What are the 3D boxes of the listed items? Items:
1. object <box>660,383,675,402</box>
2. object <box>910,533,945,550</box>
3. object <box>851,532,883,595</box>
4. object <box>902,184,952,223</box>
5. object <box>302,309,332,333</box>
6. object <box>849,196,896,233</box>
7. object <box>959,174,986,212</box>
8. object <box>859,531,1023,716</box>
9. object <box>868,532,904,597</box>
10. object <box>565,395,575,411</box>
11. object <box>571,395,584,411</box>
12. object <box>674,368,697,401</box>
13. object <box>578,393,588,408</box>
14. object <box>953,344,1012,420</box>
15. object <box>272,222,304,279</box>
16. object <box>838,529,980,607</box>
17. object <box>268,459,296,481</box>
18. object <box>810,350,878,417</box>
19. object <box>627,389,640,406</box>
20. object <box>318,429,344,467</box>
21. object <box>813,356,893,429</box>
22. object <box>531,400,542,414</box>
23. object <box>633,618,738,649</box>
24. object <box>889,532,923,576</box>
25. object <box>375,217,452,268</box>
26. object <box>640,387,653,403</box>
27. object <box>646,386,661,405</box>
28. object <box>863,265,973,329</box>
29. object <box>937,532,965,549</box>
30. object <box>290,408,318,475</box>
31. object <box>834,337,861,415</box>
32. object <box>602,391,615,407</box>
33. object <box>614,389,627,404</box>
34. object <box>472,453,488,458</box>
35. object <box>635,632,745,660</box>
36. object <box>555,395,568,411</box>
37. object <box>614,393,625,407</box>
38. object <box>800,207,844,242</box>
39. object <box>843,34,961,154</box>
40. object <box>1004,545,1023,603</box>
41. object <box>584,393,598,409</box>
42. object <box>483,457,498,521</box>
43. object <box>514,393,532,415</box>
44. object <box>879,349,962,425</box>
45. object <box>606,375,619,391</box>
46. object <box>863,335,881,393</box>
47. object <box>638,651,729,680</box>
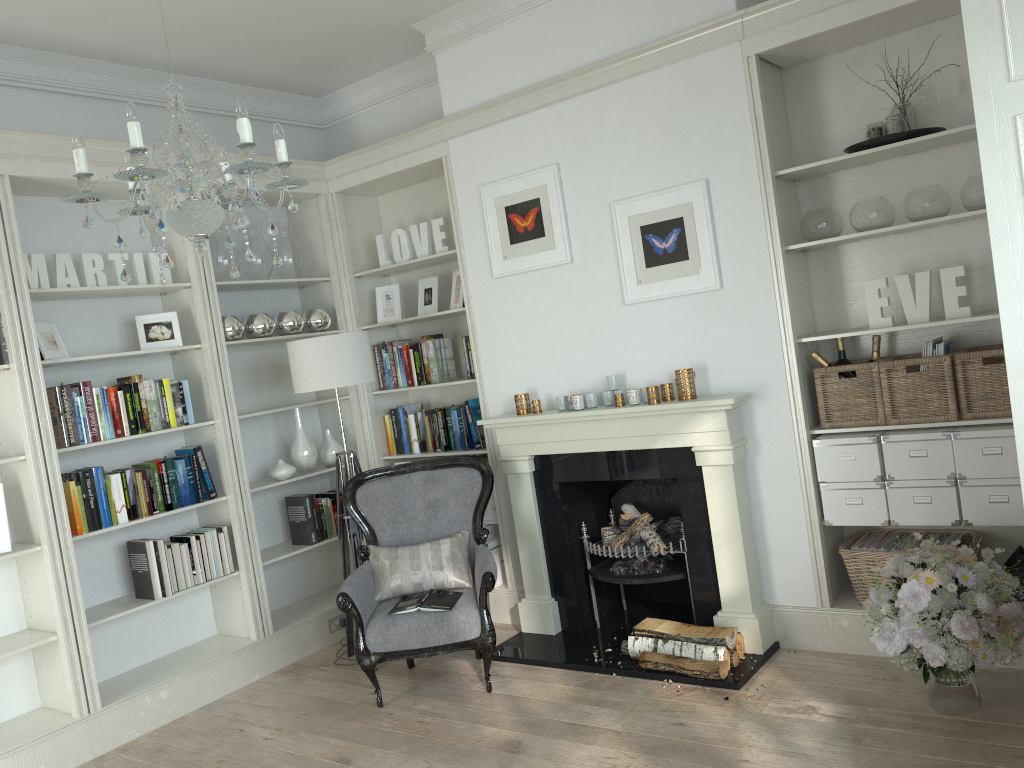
[{"bbox_3d":[0.730,0.039,4.168,0.060,0.079,0.060,-8,3,4],"label":"object"},{"bbox_3d":[1.802,0.788,3.816,0.088,0.238,0.274,-7,3,37],"label":"object"},{"bbox_3d":[1.614,0.809,3.967,0.088,0.238,0.274,-7,3,37],"label":"object"},{"bbox_3d":[1.704,-0.737,3.642,0.185,0.140,0.185,-10,3,-33],"label":"object"},{"bbox_3d":[-1.193,-0.381,5.414,0.185,0.140,0.185,-10,3,-33],"label":"object"},{"bbox_3d":[1.533,-0.717,3.771,0.185,0.140,0.185,-10,3,-33],"label":"object"},{"bbox_3d":[1.875,-0.757,3.513,0.185,0.140,0.185,-10,3,-33],"label":"object"},{"bbox_3d":[1.583,0.870,3.245,0.544,0.643,0.570,-7,3,28],"label":"object"},{"bbox_3d":[1.668,0.803,3.916,0.088,0.238,0.274,-7,3,37],"label":"object"},{"bbox_3d":[0.302,0.094,4.452,0.060,0.073,0.060,-8,3,3],"label":"object"},{"bbox_3d":[0.328,0.093,4.392,0.060,0.073,0.060,-8,3,3],"label":"object"},{"bbox_3d":[0.801,0.002,4.081,0.090,0.140,0.087,-9,3,-15],"label":"object"},{"bbox_3d":[0.368,0.084,4.456,0.060,0.073,0.060,-8,3,3],"label":"object"},{"bbox_3d":[1.982,-0.018,3.600,0.276,0.270,0.275,-7,3,37],"label":"object"},{"bbox_3d":[-1.379,-0.797,5.434,0.193,0.362,0.193,-8,3,20],"label":"object"},{"bbox_3d":[1.740,0.807,3.866,0.554,0.263,0.408,-7,3,37],"label":"object"},{"bbox_3d":[-1.315,0.490,5.067,0.154,0.116,0.152,-7,3,34],"label":"object"},{"bbox_3d":[1.475,0.000,3.890,0.284,0.332,0.095,-8,3,16],"label":"object"},{"bbox_3d":[0.579,0.063,4.215,0.060,0.073,0.060,-8,3,3],"label":"object"},{"bbox_3d":[-1.102,0.388,5.388,0.153,0.225,0.154,-9,3,-18],"label":"object"},{"bbox_3d":[1.531,0.036,3.928,0.276,0.270,0.275,-7,3,37],"label":"object"},{"bbox_3d":[0.125,0.118,4.578,0.054,0.068,0.047,-10,3,-26],"label":"object"},{"bbox_3d":[0.774,1.130,3.975,0.459,0.083,0.150,-6,3,39],"label":"object"},{"bbox_3d":[1.733,0.796,3.867,0.088,0.238,0.274,-7,3,36],"label":"object"},{"bbox_3d":[-0.588,-0.830,5.264,0.554,0.216,0.039,-7,3,37],"label":"object"},{"bbox_3d":[0.643,0.053,4.224,0.060,0.073,0.060,-8,3,3],"label":"object"},{"bbox_3d":[0.657,0.053,4.123,0.060,0.079,0.060,-8,3,8],"label":"object"},{"bbox_3d":[1.682,-0.357,3.687,0.393,0.207,0.039,-7,3,37],"label":"object"},{"bbox_3d":[1.867,0.780,3.766,0.088,0.238,0.274,-7,3,36],"label":"object"},{"bbox_3d":[-1.236,0.331,5.214,0.155,0.397,0.155,-8,3,22],"label":"object"},{"bbox_3d":[1.506,-0.038,4.013,0.095,0.377,0.095,-9,3,-17],"label":"object"},{"bbox_3d":[0.477,0.071,4.369,0.060,0.073,0.060,-8,3,3],"label":"object"},{"bbox_3d":[0.531,0.065,4.330,0.060,0.073,0.060,-8,3,3],"label":"object"},{"bbox_3d":[-0.218,0.605,5.286,0.188,0.360,0.294,-7,3,37],"label":"object"},{"bbox_3d":[0.803,1.182,4.071,0.516,0.123,0.118,-7,3,34],"label":"object"},{"bbox_3d":[0.255,0.099,4.499,0.060,0.073,0.060,-8,3,3],"label":"object"},{"bbox_3d":[0.516,0.078,4.263,0.052,0.058,0.050,-9,3,-16],"label":"object"},{"bbox_3d":[1.362,-0.697,3.900,0.185,0.140,0.185,-10,3,-33],"label":"object"},{"bbox_3d":[1.576,-1.225,3.679,0.399,0.485,0.457,-9,3,-13],"label":"object"},{"bbox_3d":[2.065,0.778,3.572,0.135,0.248,0.135,-7,3,27],"label":"object"},{"bbox_3d":[0.393,0.083,4.388,0.060,0.073,0.060,-10,3,-30],"label":"object"},{"bbox_3d":[-0.065,0.578,5.169,0.188,0.378,0.294,-7,3,37],"label":"object"},{"bbox_3d":[0.057,0.106,4.657,0.080,0.104,0.080,-8,3,4],"label":"object"},{"bbox_3d":[1.742,0.012,3.744,0.276,0.270,0.275,-7,3,37],"label":"object"},{"bbox_3d":[0.495,-0.004,4.346,0.060,0.073,0.060,-8,3,3],"label":"object"},{"bbox_3d":[1.601,-0.036,3.946,0.127,0.361,0.094,-7,3,37],"label":"object"},{"bbox_3d":[0.742,1.221,3.852,0.389,0.085,0.109,-7,3,38],"label":"object"}]
